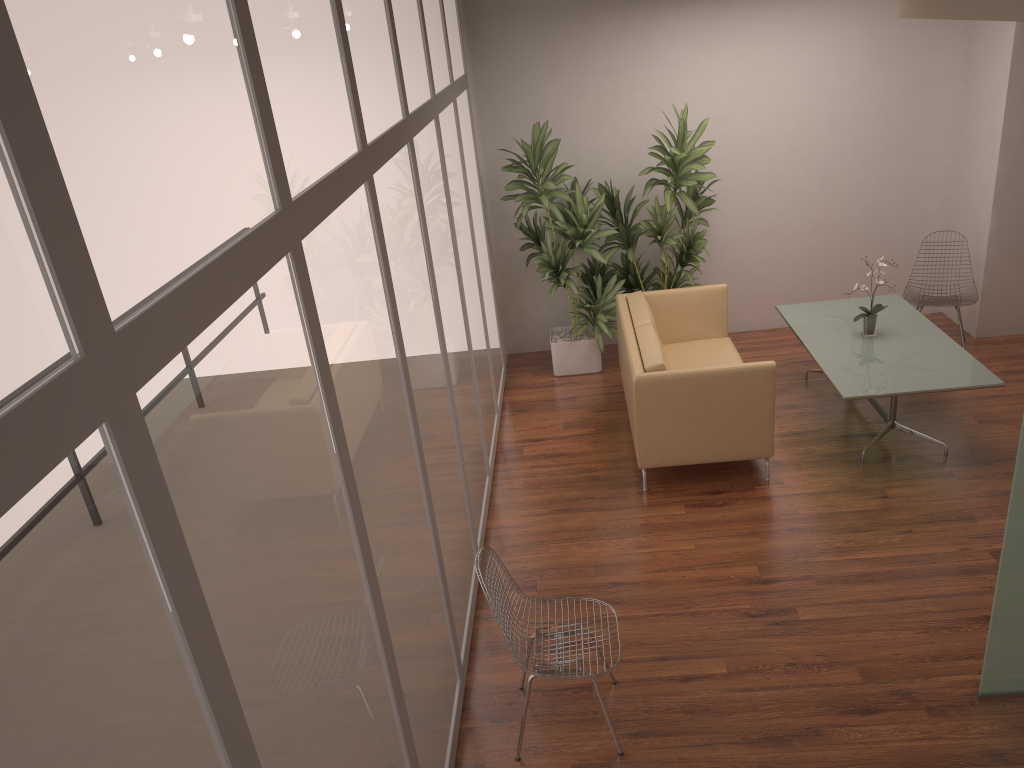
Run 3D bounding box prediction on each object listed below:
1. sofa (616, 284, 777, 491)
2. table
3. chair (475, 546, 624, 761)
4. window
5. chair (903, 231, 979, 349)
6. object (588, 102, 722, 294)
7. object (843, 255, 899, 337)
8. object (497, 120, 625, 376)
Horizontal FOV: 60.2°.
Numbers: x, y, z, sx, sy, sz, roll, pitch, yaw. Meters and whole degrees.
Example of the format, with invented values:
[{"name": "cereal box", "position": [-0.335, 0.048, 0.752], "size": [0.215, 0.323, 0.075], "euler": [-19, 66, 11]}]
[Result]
[{"name": "sofa", "position": [1.254, -0.067, 6.312], "size": [0.880, 0.869, 1.734], "euler": [-5, 23, 5]}, {"name": "table", "position": [2.540, -0.053, 6.239], "size": [0.941, 0.581, 1.801], "euler": [-5, 23, 5]}, {"name": "chair", "position": [0.181, 1.101, 3.789], "size": [0.561, 0.935, 0.522], "euler": [-5, 25, 5]}, {"name": "window", "position": [-0.413, -0.061, 3.472], "size": [0.062, 3.402, 8.242], "euler": [-5, 23, 5]}, {"name": "chair", "position": [3.423, -0.709, 7.062], "size": [0.543, 0.935, 0.540], "euler": [4, 27, 23]}, {"name": "object", "position": [1.185, -1.208, 7.355], "size": [1.082, 2.185, 0.929], "euler": [1, 27, 17]}, {"name": "object", "position": [2.504, -0.622, 6.050], "size": [0.370, 0.612, 0.287], "euler": [-7, 25, 0]}, {"name": "object", "position": [0.514, -1.140, 7.409], "size": [0.967, 2.185, 1.040], "euler": [3, 27, 21]}]
